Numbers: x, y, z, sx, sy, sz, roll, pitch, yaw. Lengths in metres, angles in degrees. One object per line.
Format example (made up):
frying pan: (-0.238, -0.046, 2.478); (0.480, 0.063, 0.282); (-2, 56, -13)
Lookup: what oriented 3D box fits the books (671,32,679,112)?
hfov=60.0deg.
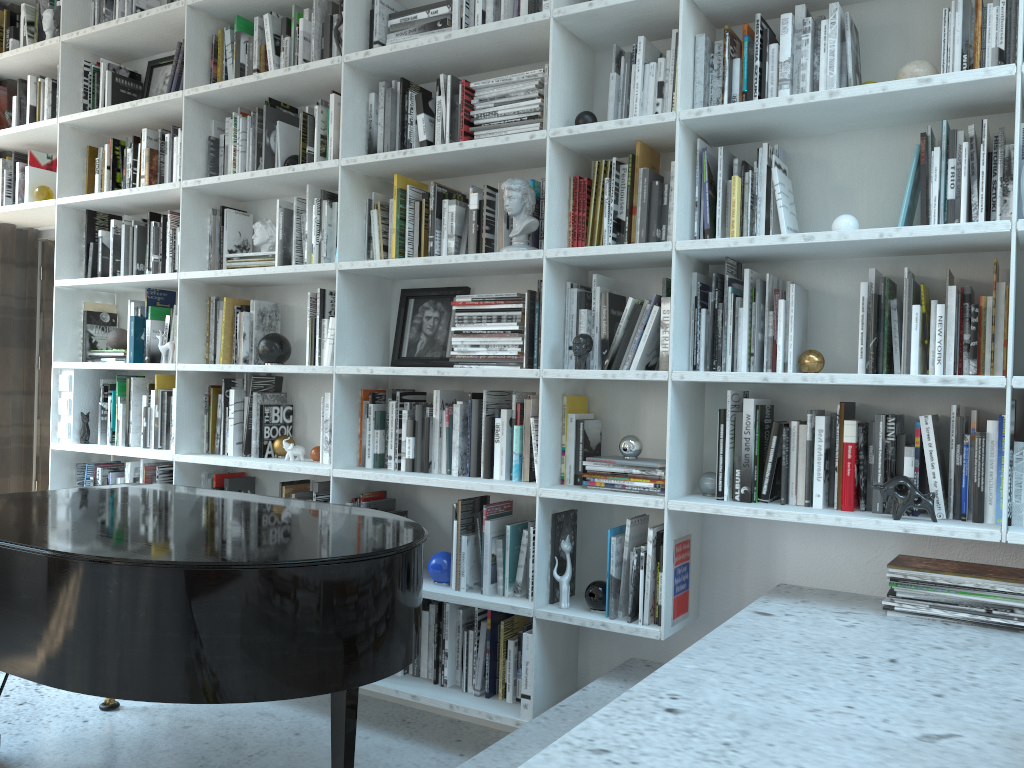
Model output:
books: (0.531, -0.907, 2.716); (0.025, 0.277, 0.173); (2, 0, 31)

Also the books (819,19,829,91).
books: (0.897, -0.876, 2.499); (0.021, 0.232, 0.183); (2, 0, 31)

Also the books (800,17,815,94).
books: (0.854, -0.884, 2.518); (0.025, 0.245, 0.183); (2, 0, 31)

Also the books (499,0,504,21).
books: (0.017, -1.284, 3.021); (0.023, 0.269, 0.185); (2, 0, 31)

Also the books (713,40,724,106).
books: (0.642, -0.888, 2.668); (0.030, 0.242, 0.138); (2, 0, 31)

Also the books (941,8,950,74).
books: (1.159, -0.864, 2.361); (0.015, 0.220, 0.140); (2, 0, 31)

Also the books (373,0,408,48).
books: (-0.440, -1.285, 3.274); (0.021, 0.249, 0.191); (2, 0, 31)

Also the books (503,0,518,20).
books: (0.031, -1.260, 3.002); (0.023, 0.223, 0.190); (2, 0, 31)

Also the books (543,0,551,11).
books: (0.181, -1.264, 2.853); (0.037, 0.237, 0.272); (2, 0, 31)

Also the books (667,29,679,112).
books: (0.519, -0.916, 2.726); (0.028, 0.293, 0.154); (2, 0, 31)

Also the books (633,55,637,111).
books: (0.423, -0.890, 2.780); (0.023, 0.236, 0.178); (2, 0, 31)

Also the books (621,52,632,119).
books: (0.391, -0.897, 2.805); (0.028, 0.250, 0.164); (2, 0, 31)

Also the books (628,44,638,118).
books: (0.404, -0.910, 2.799); (0.019, 0.275, 0.146); (2, 0, 31)

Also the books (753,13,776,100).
books: (0.734, -0.905, 2.580); (0.014, 0.280, 0.177); (2, 0, 31)

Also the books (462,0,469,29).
books: (-0.115, -1.295, 3.081); (0.011, 0.284, 0.190); (2, 0, 31)

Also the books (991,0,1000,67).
books: (1.249, -0.880, 2.283); (0.016, 0.257, 0.176); (2, 0, 31)

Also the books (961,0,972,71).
books: (1.197, -0.875, 2.331); (0.016, 0.244, 0.151); (2, 0, 31)

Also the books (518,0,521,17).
books: (0.068, -1.263, 2.987); (0.012, 0.230, 0.158); (2, 0, 31)

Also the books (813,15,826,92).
books: (0.885, -0.891, 2.523); (0.024, 0.262, 0.133); (2, 0, 31)

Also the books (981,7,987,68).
books: (1.236, -0.855, 2.315); (0.012, 0.206, 0.137); (2, 0, 31)

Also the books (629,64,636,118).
books: (0.412, -0.875, 2.793); (0.023, 0.207, 0.171); (2, 0, 31)

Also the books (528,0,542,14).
books: (0.110, -1.271, 2.957); (0.032, 0.248, 0.173); (2, 0, 31)

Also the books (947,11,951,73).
books: (1.166, -0.856, 2.352); (0.005, 0.205, 0.154); (2, 0, 31)

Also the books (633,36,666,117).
books: (0.427, -0.909, 2.753); (0.028, 0.275, 0.187); (2, 0, 31)

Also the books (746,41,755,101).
books: (0.726, -0.872, 2.607); (0.026, 0.216, 0.161); (2, 0, 31)

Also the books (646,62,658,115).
books: (0.463, -0.869, 2.747); (0.027, 0.196, 0.185); (2, 0, 31)

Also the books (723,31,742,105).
books: (0.663, -0.890, 2.632); (0.014, 0.248, 0.176); (2, 0, 31)

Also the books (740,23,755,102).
books: (0.708, -0.907, 2.639); (0.014, 0.284, 0.135); (2, 0, 31)

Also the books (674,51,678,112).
books: (0.536, -0.883, 2.694); (0.028, 0.230, 0.176); (2, 0, 31)

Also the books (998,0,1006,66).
books: (1.259, -0.853, 2.275); (0.013, 0.204, 0.173); (2, 0, 31)

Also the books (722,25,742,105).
books: (0.660, -0.905, 2.653); (0.014, 0.278, 0.154); (2, 0, 31)

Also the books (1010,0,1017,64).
books: (1.283, -0.854, 2.266); (0.012, 0.206, 0.169); (2, 0, 31)

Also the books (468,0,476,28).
books: (-0.094, -1.271, 3.087); (0.021, 0.237, 0.171); (2, 0, 31)

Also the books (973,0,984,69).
books: (1.221, -0.866, 2.318); (0.016, 0.228, 0.160); (2, 0, 31)

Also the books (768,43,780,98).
books: (0.777, -0.860, 2.572); (0.025, 0.194, 0.171); (2, 0, 31)

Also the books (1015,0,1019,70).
books: (1.288, -0.890, 2.255); (0.005, 0.278, 0.182); (2, 0, 31)

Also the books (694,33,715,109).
books: (0.594, -0.894, 2.669); (0.028, 0.251, 0.190); (2, 0, 31)

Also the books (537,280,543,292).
books: (0.119, -0.193, 2.981); (0.011, 0.299, 0.130); (2, 0, 31)

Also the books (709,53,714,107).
books: (0.625, -0.872, 2.683); (0.013, 0.210, 0.140); (2, 0, 31)

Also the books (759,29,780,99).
books: (0.753, -0.883, 2.576); (0.022, 0.237, 0.164); (2, 0, 31)

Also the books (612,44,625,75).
books: (0.352, -0.916, 2.836); (0.018, 0.285, 0.159); (2, 0, 31)

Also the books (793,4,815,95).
books: (0.840, -0.909, 2.544); (0.027, 0.295, 0.159); (2, 0, 31)

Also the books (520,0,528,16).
books: (0.083, -1.242, 2.973); (0.029, 0.188, 0.176); (2, 0, 31)

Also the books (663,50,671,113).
books: (0.502, -0.886, 2.734); (0.024, 0.234, 0.149); (2, 0, 31)

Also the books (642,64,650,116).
books: (0.446, -0.868, 2.755); (0.024, 0.195, 0.173); (2, 0, 31)

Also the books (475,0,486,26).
books: (-0.066, -1.259, 3.067); (0.027, 0.216, 0.190); (2, 0, 31)

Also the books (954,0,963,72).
books: (1.178, -0.887, 2.329); (0.015, 0.267, 0.164); (2, 0, 31)

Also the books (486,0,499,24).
books: (-0.030, -1.260, 3.050); (0.028, 0.219, 0.183); (2, 0, 31)

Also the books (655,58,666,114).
books: (0.482, -0.875, 2.737); (0.029, 0.211, 0.157); (2, 0, 31)

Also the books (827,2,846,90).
books: (0.912, -0.896, 2.478); (0.024, 0.272, 0.169); (2, 0, 31)

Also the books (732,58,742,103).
books: (0.683, -0.855, 2.634); (0.021, 0.179, 0.136); (2, 0, 31)

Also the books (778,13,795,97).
books: (0.802, -0.894, 2.536); (0.030, 0.263, 0.182); (2, 0, 31)

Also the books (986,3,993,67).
books: (1.241, -0.853, 2.299); (0.013, 0.202, 0.173); (2, 0, 31)

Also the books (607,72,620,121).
books: (0.351, -0.866, 2.811); (0.028, 0.185, 0.181); (2, 0, 31)

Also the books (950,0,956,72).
books: (1.172, -0.869, 2.346); (0.012, 0.232, 0.154); (2, 0, 31)

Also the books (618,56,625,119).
books: (0.378, -0.894, 2.819); (0.024, 0.242, 0.159); (2, 0, 31)

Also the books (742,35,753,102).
books: (0.709, -0.883, 2.615); (0.013, 0.236, 0.157); (2, 0, 31)

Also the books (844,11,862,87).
books: (0.956, -0.885, 2.478); (0.034, 0.254, 0.161); (2, 0, 31)
